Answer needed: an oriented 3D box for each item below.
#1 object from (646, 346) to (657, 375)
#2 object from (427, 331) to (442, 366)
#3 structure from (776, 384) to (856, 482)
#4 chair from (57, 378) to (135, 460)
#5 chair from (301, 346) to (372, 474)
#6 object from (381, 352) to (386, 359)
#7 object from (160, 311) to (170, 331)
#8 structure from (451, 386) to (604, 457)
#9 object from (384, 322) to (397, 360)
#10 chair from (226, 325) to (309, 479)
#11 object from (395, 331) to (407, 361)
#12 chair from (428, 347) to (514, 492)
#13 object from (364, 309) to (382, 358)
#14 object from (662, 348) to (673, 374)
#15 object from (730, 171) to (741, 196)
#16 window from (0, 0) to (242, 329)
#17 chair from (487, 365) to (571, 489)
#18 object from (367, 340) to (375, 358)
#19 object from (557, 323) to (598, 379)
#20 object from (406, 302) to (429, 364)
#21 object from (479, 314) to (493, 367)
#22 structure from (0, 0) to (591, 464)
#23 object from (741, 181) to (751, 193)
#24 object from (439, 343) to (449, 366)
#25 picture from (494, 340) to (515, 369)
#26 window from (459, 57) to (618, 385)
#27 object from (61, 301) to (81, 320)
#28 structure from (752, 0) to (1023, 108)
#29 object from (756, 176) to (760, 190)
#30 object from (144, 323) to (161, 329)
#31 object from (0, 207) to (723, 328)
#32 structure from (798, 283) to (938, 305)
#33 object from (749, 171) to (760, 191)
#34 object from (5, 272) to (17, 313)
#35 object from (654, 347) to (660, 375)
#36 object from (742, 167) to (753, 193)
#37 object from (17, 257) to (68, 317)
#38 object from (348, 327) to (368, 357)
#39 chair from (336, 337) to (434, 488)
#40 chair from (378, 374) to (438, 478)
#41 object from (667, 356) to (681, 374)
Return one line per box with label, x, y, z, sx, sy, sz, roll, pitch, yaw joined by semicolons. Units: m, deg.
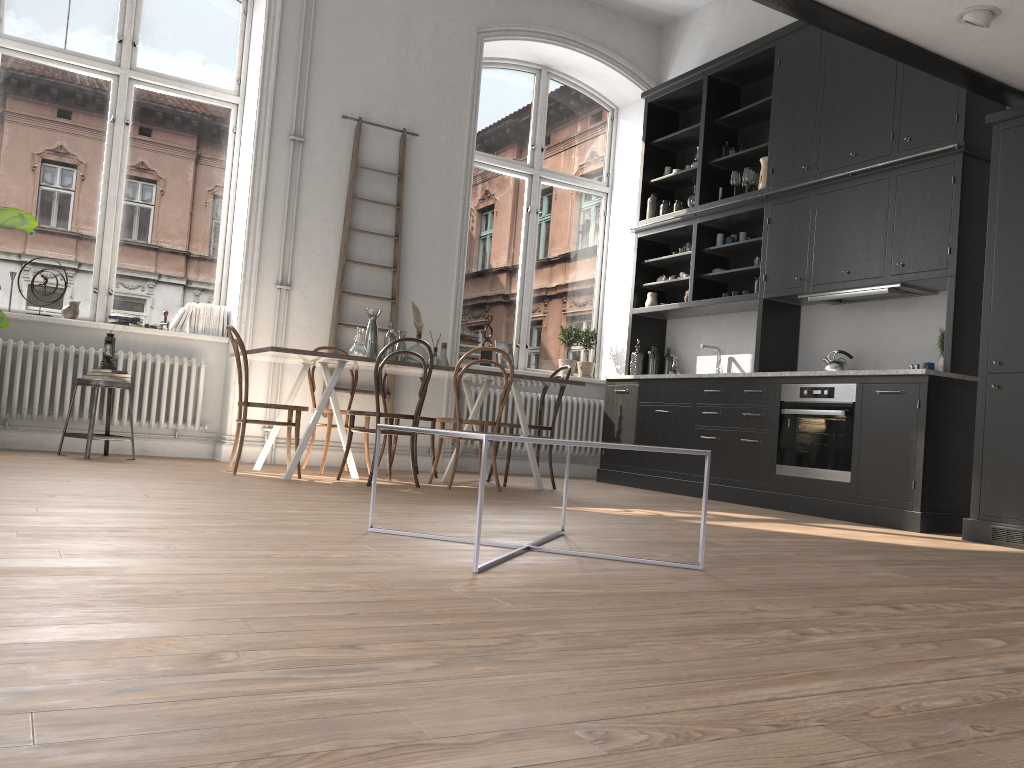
object;1.255;-0.191;7.949;0.086;0.301;0.086;7;-3;-44
object;-0.541;-0.236;6.274;0.107;0.283;0.106;6;-3;-34
structure;2.229;0.334;5.978;0.618;0.623;0.622;6;-3;-29
chair;-2.778;0.235;5.987;0.360;0.522;0.364;3;-3;34
chair;-1.249;0.179;6.419;0.438;0.920;0.549;6;-3;-31
object;-0.869;-0.181;5.990;0.058;0.094;0.058;5;-2;-1
object;-2.615;-0.478;6.690;0.088;0.153;0.048;3;-3;31
structure;0.168;0.355;8.151;1.578;0.552;0.194;6;-3;-29
object;-0.840;-0.277;6.116;0.086;0.301;0.086;7;-3;-44
chair;-1.568;0.115;5.628;0.549;0.920;0.438;5;-3;-21
object;-0.780;-0.243;6.234;0.100;0.255;0.098;3;-3;37
chair;-0.267;0.229;5.854;0.438;0.920;0.549;5;-3;-18
object;-0.977;-0.326;6.167;0.116;0.382;0.116;5;-3;-18
object;1.406;-0.177;8.004;0.086;0.301;0.086;4;-2;16
object;1.787;-1.586;7.096;0.083;0.221;0.083;4;-2;2
window;-2.990;-1.902;6.736;1.623;2.842;0.013;6;-3;-29
chair;0.131;0.296;6.566;0.549;0.920;0.438;5;-3;-17
object;-0.966;-0.218;6.044;0.083;0.158;0.083;6;-3;-34
object;0.628;-0.323;8.600;0.500;0.524;0.234;7;-3;-40
object;-0.643;-0.333;6.126;0.157;0.446;0.157;5;-2;-11
object;-0.225;-0.396;8.112;0.122;0.488;0.102;5;-2;-5
structure;-1.255;-1.563;7.253;5.184;4.472;0.340;6;-3;-29
object;1.885;-1.577;7.132;0.083;0.221;0.083;6;-3;-37
object;-0.495;-0.191;6.388;0.101;0.211;0.101;4;-2;10
picture;-0.092;-0.260;8.236;0.149;0.264;0.222;2;-4;44
window;4.496;-5.295;14.410;14.390;15.929;26.398;6;-3;-29
object;-3.188;-0.532;6.406;0.102;0.142;0.100;3;-3;35
structure;1.717;-2.411;2.006;5.929;1.212;4.158;6;-3;-29
object;2.009;-1.565;7.167;0.083;0.221;0.083;4;-2;2
object;-2.721;-0.434;6.694;0.088;0.048;0.153;4;-3;10
object;-1.069;-0.270;6.428;5.829;1.841;0.792;6;-3;-24
structure;2.422;-0.627;6.092;0.379;0.123;0.843;6;-3;-29
object;1.926;-1.577;7.060;0.083;0.221;0.083;6;-3;-30
object;-3.505;-0.640;6.206;0.095;0.289;0.095;5;-2;-7
object;1.299;-0.182;8.065;0.086;0.301;0.086;5;-2;-15
object;1.854;-1.587;6.983;0.083;0.221;0.083;4;-3;17
object;-3.345;-0.690;6.320;0.347;0.425;0.087;4;-2;3
object;-1.012;-0.261;5.871;0.132;0.219;0.132;7;-3;-40
chair;-0.791;0.175;5.598;0.438;0.920;0.549;6;-3;-34
chair;-0.792;0.233;6.769;0.438;0.920;0.549;6;-3;-22
object;1.448;-0.140;7.882;0.132;0.219;0.120;6;-3;-29
